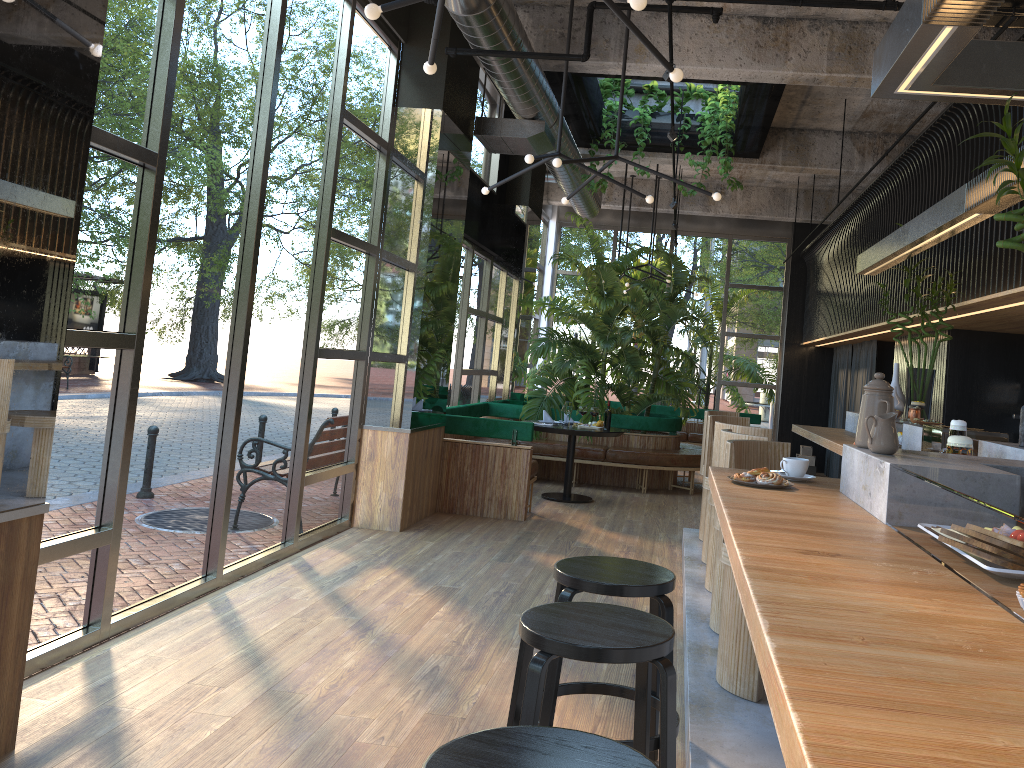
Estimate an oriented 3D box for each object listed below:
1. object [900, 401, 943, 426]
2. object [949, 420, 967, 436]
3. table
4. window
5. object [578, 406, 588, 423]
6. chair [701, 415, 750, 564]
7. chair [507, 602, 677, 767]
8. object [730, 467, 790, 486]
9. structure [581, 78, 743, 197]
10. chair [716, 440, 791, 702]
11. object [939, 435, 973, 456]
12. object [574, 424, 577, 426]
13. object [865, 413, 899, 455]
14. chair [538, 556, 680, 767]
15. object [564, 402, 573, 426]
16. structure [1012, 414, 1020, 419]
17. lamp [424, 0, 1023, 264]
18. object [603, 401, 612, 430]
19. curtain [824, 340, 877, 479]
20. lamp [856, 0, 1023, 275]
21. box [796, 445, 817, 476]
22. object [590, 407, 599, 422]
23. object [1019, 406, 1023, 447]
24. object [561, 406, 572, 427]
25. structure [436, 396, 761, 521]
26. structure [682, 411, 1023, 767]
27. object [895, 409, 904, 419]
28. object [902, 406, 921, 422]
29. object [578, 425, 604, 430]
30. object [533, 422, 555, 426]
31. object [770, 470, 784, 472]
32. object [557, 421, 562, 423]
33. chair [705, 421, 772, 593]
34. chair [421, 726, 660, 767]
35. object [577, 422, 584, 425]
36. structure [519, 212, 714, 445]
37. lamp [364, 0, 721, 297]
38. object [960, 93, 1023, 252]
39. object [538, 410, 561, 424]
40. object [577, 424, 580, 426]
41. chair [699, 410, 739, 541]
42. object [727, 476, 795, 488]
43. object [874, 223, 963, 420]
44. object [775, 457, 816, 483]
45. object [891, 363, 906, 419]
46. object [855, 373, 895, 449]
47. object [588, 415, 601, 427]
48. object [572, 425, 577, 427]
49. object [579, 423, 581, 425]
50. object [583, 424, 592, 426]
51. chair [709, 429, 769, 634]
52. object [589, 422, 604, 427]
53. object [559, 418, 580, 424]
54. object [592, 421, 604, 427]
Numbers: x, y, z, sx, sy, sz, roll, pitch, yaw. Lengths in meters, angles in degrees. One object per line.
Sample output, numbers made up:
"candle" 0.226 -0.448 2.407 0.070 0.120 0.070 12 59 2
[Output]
"object" 2.516 0.177 5.529 0.207 0.135 0.817 5 1 17
"object" 1.997 0.276 3.983 0.071 0.233 0.078 3 -4 41
"table" 0.599 0.810 9.174 1.135 0.753 1.062 5 0 -23
"window" 0.631 -1.961 4.935 4.097 6.507 20.544 5 1 11
"object" 0.752 0.337 9.477 0.103 0.201 0.101 5 -2 -3
"chair" 1.552 0.721 5.956 0.561 0.973 0.531 6 -2 -17
"chair" 0.194 0.982 2.335 0.516 0.699 0.511 5 -2 -1
"object" 0.790 0.293 2.802 0.160 0.053 0.156 4 1 -37
"structure" 1.900 -2.832 10.201 2.081 1.521 1.469 5 -1 37
"chair" 1.115 0.745 3.635 0.569 0.973 0.523 7 -3 -35
"object" 1.893 0.303 3.769 0.110 0.172 0.137 5 -2 3
"object" 0.662 0.426 9.253 0.032 0.019 0.038 5 0 21
"object" 1.055 0.138 2.535 0.097 0.120 0.089 5 -2 17
"chair" 0.315 0.975 2.979 0.512 0.699 0.515 5 -2 4
"object" 0.574 0.307 9.149 0.094 0.246 0.091 6 -3 -9
"structure" 4.669 0.779 7.615 0.544 1.600 0.845 5 -2 9
"lamp" 1.828 -2.416 9.441 3.756 1.534 10.107 5 1 7
"object" 0.978 0.319 9.042 0.066 0.300 0.070 4 -4 25
"curtain" 4.773 0.421 12.616 0.120 2.064 3.303 5 0 11
"lamp" 3.576 -1.807 3.905 4.959 2.137 6.759 5 1 3
"box" 4.552 1.185 13.772 0.333 0.443 0.278 5 -2 -3
"object" 0.871 0.349 9.422 0.103 0.201 0.101 5 -2 -3
"object" 2.142 0.124 3.668 0.071 0.277 0.078 2 -4 44
"object" 0.549 0.328 8.980 0.101 0.210 0.110 3 -3 43
"structure" 1.495 0.609 4.680 5.968 1.552 20.295 5 2 10
"structure" 3.690 0.739 3.564 5.786 1.734 7.189 5 1 9
"object" 2.606 0.200 6.151 0.187 0.073 0.233 6 1 28
"object" 2.597 0.192 5.778 0.160 0.107 0.086 5 -1 -36
"object" 0.839 0.443 9.186 0.233 0.019 0.361 6 2 19
"object" 0.331 0.404 9.007 0.252 0.019 0.159 5 1 8
"object" 0.936 0.308 3.132 0.030 0.027 0.133 5 1 -12
"object" 0.437 0.400 9.510 0.164 0.019 0.245 4 2 -31
"chair" 1.428 0.730 5.209 0.526 0.972 0.567 4 -3 32
"chair" 0.024 0.991 1.433 0.518 0.699 0.510 5 -2 -3
"object" 0.715 0.424 9.341 0.096 0.028 0.131 6 1 23
"structure" 1.316 -0.482 11.564 2.457 3.448 2.634 5 -2 -7
"lamp" 1.996 -2.124 5.063 5.034 1.826 19.073 5 1 10
"object" 1.541 -0.383 2.374 0.661 1.555 0.593 5 -3 13
"object" 0.395 0.347 9.265 0.236 0.139 0.229 5 0 -8
"object" 0.691 0.424 9.187 0.032 0.031 0.040 5 -1 34
"chair" 1.704 0.713 6.761 0.534 0.972 0.559 4 -2 18
"object" 0.785 0.311 2.809 0.197 0.013 0.215 6 2 44
"object" 2.931 -0.368 6.385 0.609 1.555 0.643 8 -4 -43
"object" 0.855 0.284 2.941 0.174 0.073 0.434 6 2 44
"object" 2.731 0.043 6.394 0.329 0.399 0.306 6 -2 -33
"object" 1.118 0.081 2.734 0.122 0.235 0.207 6 -2 -23
"object" 0.847 0.375 9.093 0.142 0.124 0.098 5 -2 -11
"object" 0.647 0.431 9.150 0.061 0.013 0.149 5 1 5
"object" 0.708 0.423 9.277 0.032 0.032 0.038 5 -1 6
"object" 0.785 0.422 9.189 0.100 0.013 0.224 5 2 14
"chair" 1.272 0.738 4.399 0.568 0.973 0.524 7 -3 -32
"object" 0.879 0.416 9.283 0.193 0.038 0.063 6 1 43
"object" 0.625 0.359 9.570 0.236 0.139 0.229 5 0 -8
"object" 0.889 0.406 9.179 0.098 0.064 0.164 5 1 -20
